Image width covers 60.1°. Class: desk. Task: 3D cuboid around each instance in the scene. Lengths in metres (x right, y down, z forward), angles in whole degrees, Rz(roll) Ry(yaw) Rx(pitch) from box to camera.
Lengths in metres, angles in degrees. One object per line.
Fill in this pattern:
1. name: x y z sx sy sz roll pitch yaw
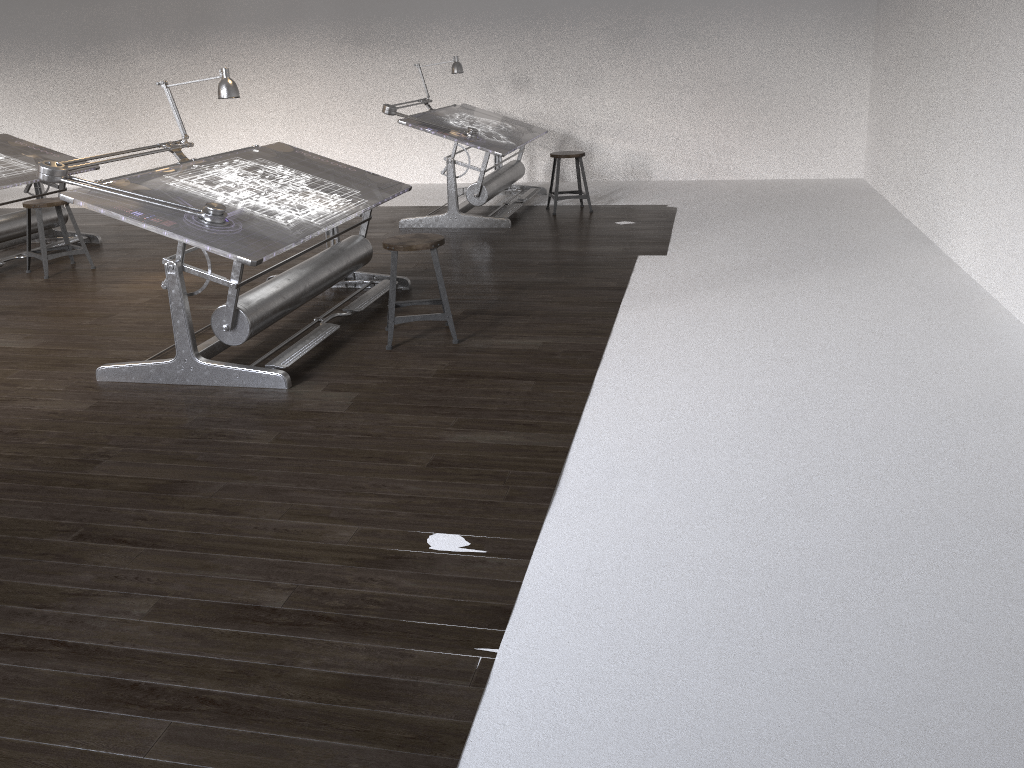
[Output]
1. desk: -4.202 -1.545 6.587 1.077 1.365 2.101 2 20 12
2. desk: -0.374 -2.279 8.095 1.077 1.365 2.101 2 20 12
3. desk: -1.367 -0.954 4.690 1.077 1.365 2.101 2 20 12

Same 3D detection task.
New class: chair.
1. chair: -3.338 -1.073 6.453 0.360 0.520 0.375 13 25 39
2. chair: 0.506 -1.813 7.974 0.372 0.520 0.364 -5 19 -8
3. chair: -0.489 -0.487 4.564 0.372 0.520 0.364 -5 19 -8
